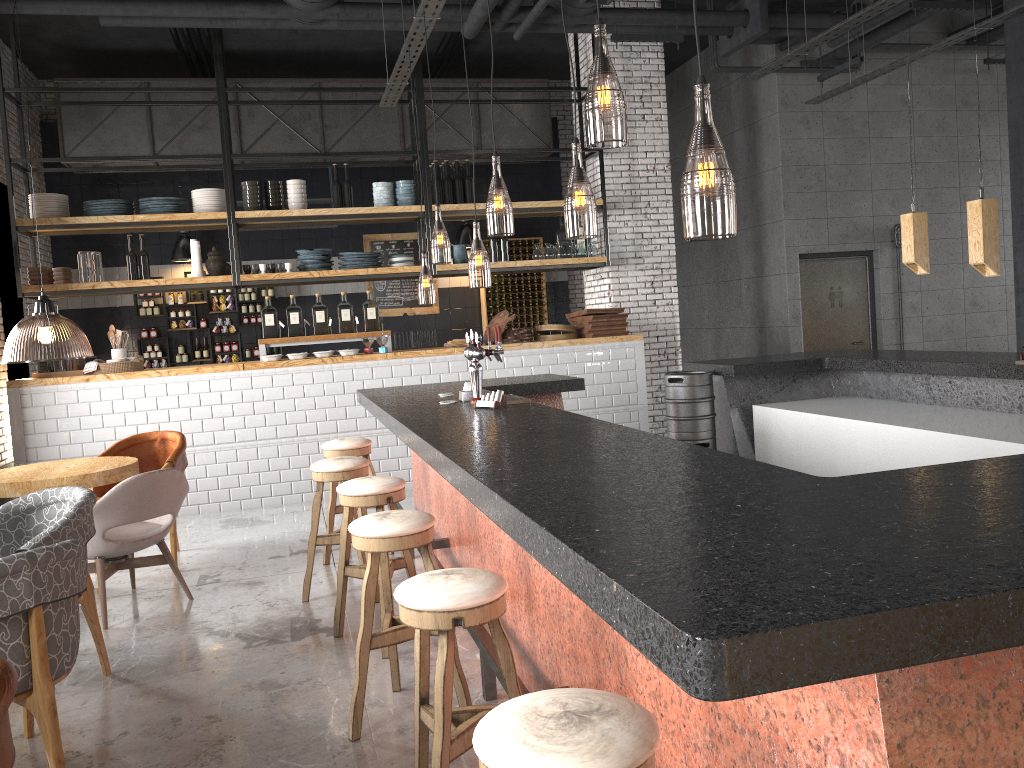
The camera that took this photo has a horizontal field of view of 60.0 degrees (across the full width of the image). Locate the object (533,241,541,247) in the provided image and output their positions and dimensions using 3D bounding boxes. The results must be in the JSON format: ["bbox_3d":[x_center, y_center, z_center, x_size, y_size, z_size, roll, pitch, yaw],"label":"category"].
[{"bbox_3d":[0.353,-1.966,12.445,0.079,0.079,0.284,-5,4,-14],"label":"object"}]

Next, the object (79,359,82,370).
[{"bbox_3d":[-3.937,-0.205,8.045,0.056,0.248,0.056,-2,4,38],"label":"object"}]

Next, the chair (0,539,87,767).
[{"bbox_3d":[-1.690,0.991,2.909,0.643,0.928,0.682,-2,4,30],"label":"chair"}]

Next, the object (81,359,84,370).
[{"bbox_3d":[-3.958,-0.210,8.129,0.056,0.248,0.056,-2,4,38],"label":"object"}]

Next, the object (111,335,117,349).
[{"bbox_3d":[-3.624,-0.286,8.114,0.052,0.328,0.072,-2,3,32],"label":"object"}]

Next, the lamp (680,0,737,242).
[{"bbox_3d":[0.346,-1.089,1.750,0.108,1.597,0.108,-3,3,18],"label":"lamp"}]

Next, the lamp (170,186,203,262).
[{"bbox_3d":[-4.177,-2.042,11.276,0.390,0.936,0.391,-5,3,-12],"label":"lamp"}]

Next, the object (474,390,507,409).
[{"bbox_3d":[-0.116,0.076,4.645,0.091,0.091,0.177,-7,5,-39],"label":"object"}]

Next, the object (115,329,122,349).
[{"bbox_3d":[-3.580,-0.314,8.084,0.137,0.369,0.033,-1,4,42],"label":"object"}]

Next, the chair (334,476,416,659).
[{"bbox_3d":[-0.702,0.860,4.392,0.438,0.805,0.481,-2,3,25],"label":"chair"}]

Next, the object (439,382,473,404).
[{"bbox_3d":[-0.404,0.034,5.424,0.200,0.106,0.767,-5,4,-14],"label":"object"}]

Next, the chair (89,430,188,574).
[{"bbox_3d":[-2.524,0.817,6.212,0.681,0.928,0.644,-3,3,8],"label":"chair"}]

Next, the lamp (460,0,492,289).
[{"bbox_3d":[-0.201,-1.247,4.121,0.108,1.597,0.108,-6,3,-32],"label":"lamp"}]

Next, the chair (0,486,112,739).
[{"bbox_3d":[-2.063,0.950,3.860,0.681,0.928,0.644,-2,4,30],"label":"chair"}]

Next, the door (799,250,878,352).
[{"bbox_3d":[3.926,-0.544,10.777,1.120,2.101,0.158,-5,3,-14],"label":"door"}]

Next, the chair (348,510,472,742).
[{"bbox_3d":[-0.489,0.911,3.460,0.439,0.805,0.480,-7,4,-40],"label":"chair"}]

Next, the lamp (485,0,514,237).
[{"bbox_3d":[-0.097,-1.375,3.422,0.108,1.597,0.108,-3,3,18],"label":"lamp"}]

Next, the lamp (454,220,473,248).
[{"bbox_3d":[-0.644,-2.342,12.135,0.390,0.936,0.391,-5,3,-12],"label":"lamp"}]

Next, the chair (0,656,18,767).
[{"bbox_3d":[-1.209,1.043,1.693,0.681,0.928,0.644,-3,3,23],"label":"chair"}]

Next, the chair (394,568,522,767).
[{"bbox_3d":[-0.175,0.971,2.719,0.481,0.805,0.439,-6,4,-35],"label":"chair"}]

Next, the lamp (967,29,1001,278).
[{"bbox_3d":[3.058,-1.500,5.793,0.127,1.605,0.127,-5,3,-14],"label":"lamp"}]

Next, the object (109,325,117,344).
[{"bbox_3d":[-3.659,-0.403,8.161,0.090,0.289,0.017,-3,3,23],"label":"object"}]

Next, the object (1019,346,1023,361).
[{"bbox_3d":[3.099,-0.182,5.217,0.091,0.091,0.177,-7,5,-39],"label":"object"}]

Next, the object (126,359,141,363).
[{"bbox_3d":[-3.458,-0.185,8.063,0.160,0.075,0.161,-1,5,39],"label":"object"}]

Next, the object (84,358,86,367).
[{"bbox_3d":[-3.980,-0.214,8.213,0.056,0.248,0.056,-2,4,38],"label":"object"}]

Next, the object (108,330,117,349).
[{"bbox_3d":[-3.652,-0.317,8.135,0.087,0.355,0.026,-3,3,9],"label":"object"}]

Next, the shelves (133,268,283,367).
[{"bbox_3d":[-3.918,-0.723,11.508,1.762,1.481,0.157,-5,3,-14],"label":"shelves"}]

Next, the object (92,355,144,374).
[{"bbox_3d":[-3.567,-0.167,8.016,0.437,0.156,0.419,-7,5,-41],"label":"object"}]

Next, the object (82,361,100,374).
[{"bbox_3d":[-3.679,-0.155,7.936,0.187,0.110,0.283,-2,4,22],"label":"object"}]

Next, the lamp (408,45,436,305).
[{"bbox_3d":[-0.564,-1.276,5.311,0.108,1.597,0.108,-3,3,18],"label":"lamp"}]

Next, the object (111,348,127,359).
[{"bbox_3d":[-3.598,-0.222,8.133,0.129,0.204,0.129,-3,3,22],"label":"object"}]

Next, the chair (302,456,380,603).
[{"bbox_3d":[-0.946,0.828,5.091,0.481,0.805,0.439,-7,4,-40],"label":"chair"}]

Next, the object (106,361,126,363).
[{"bbox_3d":[-3.530,-0.170,7.915,0.161,0.075,0.161,-7,5,-36],"label":"object"}]

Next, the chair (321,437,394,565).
[{"bbox_3d":[-1.144,0.776,6.030,0.480,0.805,0.439,-1,4,45],"label":"chair"}]

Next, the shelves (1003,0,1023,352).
[{"bbox_3d":[5.354,-1.986,4.616,1.003,4.362,6.152,-5,4,-14],"label":"shelves"}]

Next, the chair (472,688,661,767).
[{"bbox_3d":[0.155,0.997,1.598,0.438,0.805,0.481,-2,4,35],"label":"chair"}]

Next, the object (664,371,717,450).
[{"bbox_3d":[1.416,0.425,6.982,0.399,1.034,0.398,-3,3,21],"label":"object"}]

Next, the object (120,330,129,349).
[{"bbox_3d":[-3.572,-0.314,8.135,0.123,0.358,0.076,-4,3,1],"label":"object"}]

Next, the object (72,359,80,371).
[{"bbox_3d":[-3.915,-0.201,7.961,0.056,0.248,0.056,-2,4,38],"label":"object"}]

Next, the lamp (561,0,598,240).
[{"bbox_3d":[0.179,-1.203,2.856,0.108,1.460,0.108,-6,4,-42],"label":"lamp"}]

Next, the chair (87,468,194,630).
[{"bbox_3d":[-2.256,0.906,5.145,0.802,0.849,0.772,-2,4,35],"label":"chair"}]

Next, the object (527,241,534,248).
[{"bbox_3d":[0.258,-1.959,12.437,0.079,0.079,0.284,-5,4,-14],"label":"object"}]

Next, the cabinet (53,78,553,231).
[{"bbox_3d":[-2.379,-2.844,11.112,5.865,1.767,0.682,-5,3,-14],"label":"cabinet"}]

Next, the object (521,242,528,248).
[{"bbox_3d":[0.176,-1.949,12.380,0.079,0.079,0.284,-5,4,-14],"label":"object"}]

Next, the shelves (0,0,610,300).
[{"bbox_3d":[-1.882,-2.558,8.885,5.679,3.063,0.598,-5,3,-14],"label":"shelves"}]

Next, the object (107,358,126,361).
[{"bbox_3d":[-3.530,-0.189,7.916,0.160,0.078,0.161,-7,5,-36],"label":"object"}]

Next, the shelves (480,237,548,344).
[{"bbox_3d":[0.039,-0.953,12.465,0.889,2.146,0.251,-5,3,-14],"label":"shelves"}]

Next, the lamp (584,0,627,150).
[{"bbox_3d":[0.193,-1.413,2.258,0.108,1.597,0.108,-3,3,18],"label":"lamp"}]

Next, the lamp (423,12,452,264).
[{"bbox_3d":[-0.431,-1.444,4.730,0.108,1.597,0.108,-3,3,18],"label":"lamp"}]

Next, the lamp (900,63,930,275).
[{"bbox_3d":[2.895,-1.563,6.421,0.127,1.545,0.127,-5,3,-14],"label":"lamp"}]

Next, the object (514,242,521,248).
[{"bbox_3d":[0.085,-1.941,12.354,0.079,0.079,0.284,-5,4,-14],"label":"object"}]

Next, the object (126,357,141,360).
[{"bbox_3d":[-3.462,-0.204,8.062,0.160,0.078,0.161,-1,5,39],"label":"object"}]

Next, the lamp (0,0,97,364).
[{"bbox_3d":[-2.923,-1.340,5.383,0.536,2.403,0.537,-2,3,28],"label":"lamp"}]
